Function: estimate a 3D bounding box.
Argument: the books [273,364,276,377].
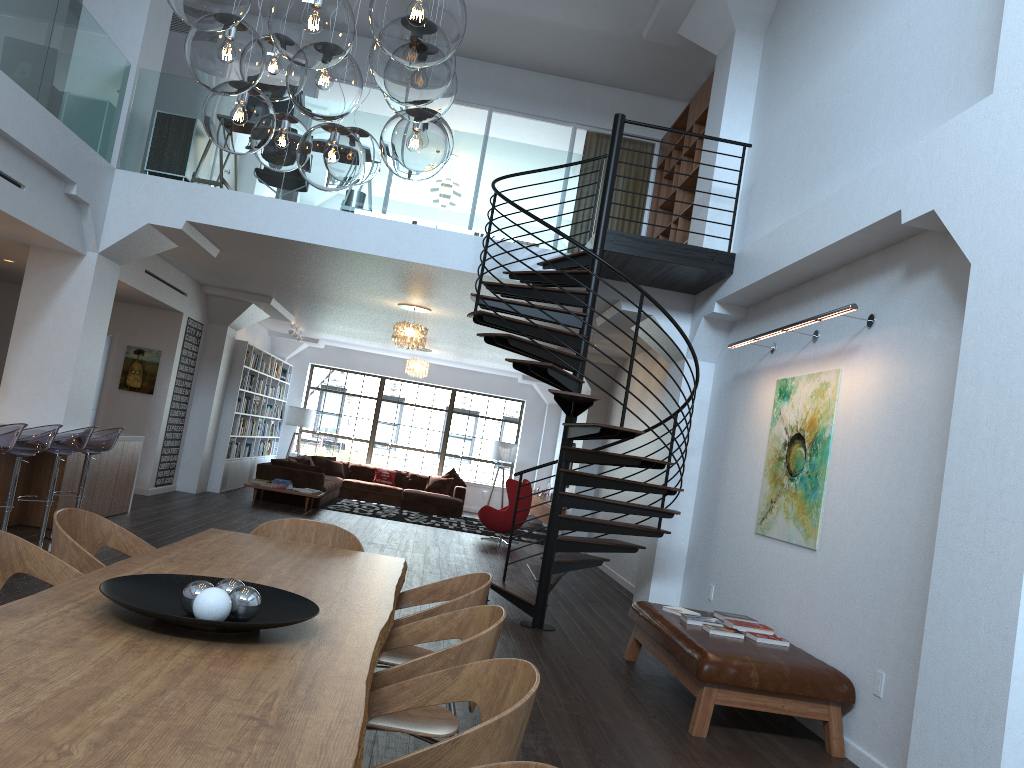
[{"bbox_3d":[-4.560,-0.260,16.722,0.171,0.246,0.057,10,-5,-4],"label":"books"}]

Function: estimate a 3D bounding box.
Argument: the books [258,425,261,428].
[{"bbox_3d":[-4.722,0.758,16.209,0.253,0.040,0.183,10,-5,-4],"label":"books"}]

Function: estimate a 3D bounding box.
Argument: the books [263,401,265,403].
[{"bbox_3d":[-4.620,0.302,16.143,0.223,0.031,0.161,10,-5,-4],"label":"books"}]

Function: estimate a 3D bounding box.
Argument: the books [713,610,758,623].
[{"bbox_3d":[1.574,1.653,6.250,0.254,0.044,0.183,10,-5,-10],"label":"books"}]

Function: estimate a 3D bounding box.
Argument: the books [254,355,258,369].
[{"bbox_3d":[-4.386,-0.377,14.897,0.182,0.253,0.098,10,-5,-4],"label":"books"}]

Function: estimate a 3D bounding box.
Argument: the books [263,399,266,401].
[{"bbox_3d":[-4.616,0.273,16.154,0.224,0.030,0.161,9,-5,6],"label":"books"}]

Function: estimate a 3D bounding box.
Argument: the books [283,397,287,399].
[{"bbox_3d":[-4.789,0.267,18.176,0.284,0.033,0.197,9,-5,11],"label":"books"}]

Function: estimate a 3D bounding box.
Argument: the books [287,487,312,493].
[{"bbox_3d":[-3.214,1.601,13.405,0.342,0.040,0.231,6,-6,36],"label":"books"}]

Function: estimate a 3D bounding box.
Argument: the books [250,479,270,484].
[{"bbox_3d":[-3.882,1.509,13.706,0.241,0.045,0.334,10,-5,-3],"label":"books"}]

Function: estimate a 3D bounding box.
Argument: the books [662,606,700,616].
[{"bbox_3d":[1.178,1.586,6.179,0.161,0.031,0.223,12,-5,-26],"label":"books"}]

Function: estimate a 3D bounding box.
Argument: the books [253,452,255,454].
[{"bbox_3d":[-4.838,1.235,16.132,0.284,0.033,0.197,11,-5,-19],"label":"books"}]

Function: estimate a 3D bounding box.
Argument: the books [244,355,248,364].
[{"bbox_3d":[-4.340,-0.407,14.175,0.167,0.210,0.162,10,-5,-4],"label":"books"}]

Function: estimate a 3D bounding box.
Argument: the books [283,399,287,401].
[{"bbox_3d":[-4.795,0.300,18.173,0.284,0.035,0.197,7,-5,26],"label":"books"}]

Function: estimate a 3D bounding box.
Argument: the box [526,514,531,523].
[{"bbox_3d":[0.251,2.826,18.819,0.228,0.165,0.368,10,-5,-4],"label":"box"}]

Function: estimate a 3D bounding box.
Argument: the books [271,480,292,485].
[{"bbox_3d":[-3.575,1.535,13.795,0.279,0.035,0.191,9,-5,6],"label":"books"}]

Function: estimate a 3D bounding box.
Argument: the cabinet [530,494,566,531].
[{"bbox_3d":[0.701,2.341,16.493,0.459,0.350,4.501,10,-5,-4],"label":"cabinet"}]

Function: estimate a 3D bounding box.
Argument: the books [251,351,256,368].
[{"bbox_3d":[-4.380,-0.410,14.732,0.176,0.293,0.125,10,-5,-4],"label":"books"}]

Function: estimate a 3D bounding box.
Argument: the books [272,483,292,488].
[{"bbox_3d":[-3.576,1.571,13.789,0.312,0.037,0.216,11,-5,-14],"label":"books"}]

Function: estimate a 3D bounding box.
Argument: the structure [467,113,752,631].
[{"bbox_3d":[0.567,-0.159,7.421,1.998,4.352,1.998,14,-6,-43],"label":"structure"}]

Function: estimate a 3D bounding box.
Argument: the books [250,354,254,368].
[{"bbox_3d":[-4.371,-0.391,14.643,0.174,0.242,0.105,10,-5,-4],"label":"books"}]

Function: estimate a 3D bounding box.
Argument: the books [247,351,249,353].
[{"bbox_3d":[-4.346,-0.418,14.306,0.159,0.248,0.089,10,-5,-4],"label":"books"}]

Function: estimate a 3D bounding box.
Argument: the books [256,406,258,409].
[{"bbox_3d":[-4.624,0.397,15.792,0.168,0.045,0.231,10,-5,-9],"label":"books"}]

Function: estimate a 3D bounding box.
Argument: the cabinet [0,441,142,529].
[{"bbox_3d":[-4.460,0.814,7.657,0.898,0.796,4.493,10,-5,-4],"label":"cabinet"}]

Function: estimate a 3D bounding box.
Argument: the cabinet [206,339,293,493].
[{"bbox_3d":[-4.784,0.621,16.123,0.461,2.414,4.500,10,-5,-4],"label":"cabinet"}]

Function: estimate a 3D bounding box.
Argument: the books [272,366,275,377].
[{"bbox_3d":[-4.543,-0.244,16.632,0.144,0.207,0.048,10,-5,-4],"label":"books"}]

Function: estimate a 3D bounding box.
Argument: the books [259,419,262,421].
[{"bbox_3d":[-4.684,0.643,16.213,0.185,0.041,0.129,9,-5,10],"label":"books"}]

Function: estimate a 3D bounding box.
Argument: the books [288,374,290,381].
[{"bbox_3d":[-4.691,-0.124,18.355,0.139,0.191,0.036,10,-5,-4],"label":"books"}]

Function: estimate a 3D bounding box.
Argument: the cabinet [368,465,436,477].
[{"bbox_3d":[-2.349,2.142,18.647,1.520,0.625,0.350,10,-5,-4],"label":"cabinet"}]

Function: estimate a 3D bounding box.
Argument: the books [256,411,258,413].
[{"bbox_3d":[-4.626,0.481,15.776,0.160,0.039,0.251,9,-4,1],"label":"books"}]

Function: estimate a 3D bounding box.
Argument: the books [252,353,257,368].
[{"bbox_3d":[-4.390,-0.406,14.794,0.197,0.290,0.136,10,-5,-4],"label":"books"}]

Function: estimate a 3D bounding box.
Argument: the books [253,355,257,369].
[{"bbox_3d":[-4.386,-0.378,14.864,0.159,0.248,0.089,10,-5,-4],"label":"books"}]

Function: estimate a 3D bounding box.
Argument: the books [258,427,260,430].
[{"bbox_3d":[-4.725,0.800,16.214,0.231,0.044,0.168,10,-5,-9],"label":"books"}]

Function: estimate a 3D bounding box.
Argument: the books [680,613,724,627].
[{"bbox_3d":[1.256,1.568,5.865,0.247,0.040,0.185,10,-4,-1],"label":"books"}]

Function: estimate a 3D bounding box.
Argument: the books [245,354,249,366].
[{"bbox_3d":[-4.337,-0.406,14.275,0.161,0.222,0.084,10,-5,-4],"label":"books"}]

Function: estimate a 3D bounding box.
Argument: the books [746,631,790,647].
[{"bbox_3d":[1.615,1.610,5.602,0.224,0.036,0.161,10,-5,-10],"label":"books"}]

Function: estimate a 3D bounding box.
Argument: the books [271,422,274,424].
[{"bbox_3d":[-4.788,0.746,17.327,0.223,0.031,0.161,10,-5,-4],"label":"books"}]

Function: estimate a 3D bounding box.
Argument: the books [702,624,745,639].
[{"bbox_3d":[1.335,1.563,5.606,0.224,0.032,0.161,10,-5,-4],"label":"books"}]

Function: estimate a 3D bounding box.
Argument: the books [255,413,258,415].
[{"bbox_3d":[-4.630,0.520,15.775,0.171,0.039,0.246,10,-5,-4],"label":"books"}]

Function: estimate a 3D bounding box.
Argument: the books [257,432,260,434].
[{"bbox_3d":[-4.747,0.877,16.196,0.251,0.037,0.160,9,-4,1],"label":"books"}]

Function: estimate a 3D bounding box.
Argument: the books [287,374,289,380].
[{"bbox_3d":[-4.681,-0.123,18.260,0.128,0.178,0.022,10,-5,-4],"label":"books"}]

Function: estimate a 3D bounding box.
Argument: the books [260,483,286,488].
[{"bbox_3d":[-3.610,1.534,13.384,0.236,0.035,0.340,8,-5,21],"label":"books"}]

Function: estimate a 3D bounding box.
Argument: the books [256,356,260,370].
[{"bbox_3d":[-4.407,-0.368,15.084,0.182,0.255,0.077,10,-5,-4],"label":"books"}]

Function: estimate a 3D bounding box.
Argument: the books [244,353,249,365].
[{"bbox_3d":[-4.336,-0.407,14.240,0.161,0.218,0.101,10,-5,-4],"label":"books"}]

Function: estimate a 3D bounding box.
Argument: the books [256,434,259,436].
[{"bbox_3d":[-4.751,0.914,16.191,0.246,0.038,0.171,10,-5,-4],"label":"books"}]

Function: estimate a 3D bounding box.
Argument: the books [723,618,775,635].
[{"bbox_3d":[1.584,1.627,5.931,0.283,0.043,0.197,10,-5,-5],"label":"books"}]

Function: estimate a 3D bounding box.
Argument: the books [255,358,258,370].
[{"bbox_3d":[-4.398,-0.369,14.982,0.174,0.243,0.085,10,-5,-4],"label":"books"}]

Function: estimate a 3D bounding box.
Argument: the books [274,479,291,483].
[{"bbox_3d":[-3.565,1.505,13.796,0.224,0.027,0.157,9,-4,1],"label":"books"}]

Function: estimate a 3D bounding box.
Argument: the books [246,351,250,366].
[{"bbox_3d":[-4.347,-0.417,14.349,0.170,0.251,0.118,10,-5,-4],"label":"books"}]

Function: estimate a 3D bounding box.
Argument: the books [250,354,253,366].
[{"bbox_3d":[-4.369,-0.399,14.590,0.170,0.251,0.118,10,-5,-4],"label":"books"}]

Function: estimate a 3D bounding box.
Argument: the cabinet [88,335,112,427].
[{"bbox_3d":[-6.861,-0.249,13.267,0.527,2.991,2.630,10,-5,-4],"label":"cabinet"}]

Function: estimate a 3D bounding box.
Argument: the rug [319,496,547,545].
[{"bbox_3d":[-1.208,2.413,15.700,4.200,0.007,3.100,10,-5,-3],"label":"rug"}]

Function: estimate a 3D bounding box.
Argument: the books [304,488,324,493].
[{"bbox_3d":[-3.092,1.650,13.758,0.256,0.035,0.350,8,-5,21],"label":"books"}]

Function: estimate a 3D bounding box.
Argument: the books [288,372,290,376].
[{"bbox_3d":[-4.695,-0.141,18.396,0.140,0.231,0.042,10,-5,-4],"label":"books"}]

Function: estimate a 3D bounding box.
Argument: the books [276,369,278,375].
[{"bbox_3d":[-4.586,-0.236,16.977,0.168,0.231,0.037,10,-5,-4],"label":"books"}]

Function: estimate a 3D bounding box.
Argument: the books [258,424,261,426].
[{"bbox_3d":[-4.710,0.726,16.218,0.223,0.032,0.161,10,-5,-4],"label":"books"}]

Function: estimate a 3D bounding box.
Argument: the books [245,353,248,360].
[{"bbox_3d":[-4.323,-0.414,14.086,0.182,0.215,0.188,10,-5,-4],"label":"books"}]

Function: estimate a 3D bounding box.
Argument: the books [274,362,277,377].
[{"bbox_3d":[-4.567,-0.277,16.806,0.176,0.290,0.053,10,-5,-4],"label":"books"}]

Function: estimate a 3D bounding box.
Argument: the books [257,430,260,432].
[{"bbox_3d":[-4.747,0.840,16.223,0.259,0.040,0.180,10,-5,-4],"label":"books"}]

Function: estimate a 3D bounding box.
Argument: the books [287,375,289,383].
[{"bbox_3d":[-4.689,-0.129,18.314,0.136,0.196,0.045,10,-5,-4],"label":"books"}]

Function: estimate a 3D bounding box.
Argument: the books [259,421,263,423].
[{"bbox_3d":[-4.686,0.676,16.217,0.208,0.024,0.144,9,-4,1],"label":"books"}]
